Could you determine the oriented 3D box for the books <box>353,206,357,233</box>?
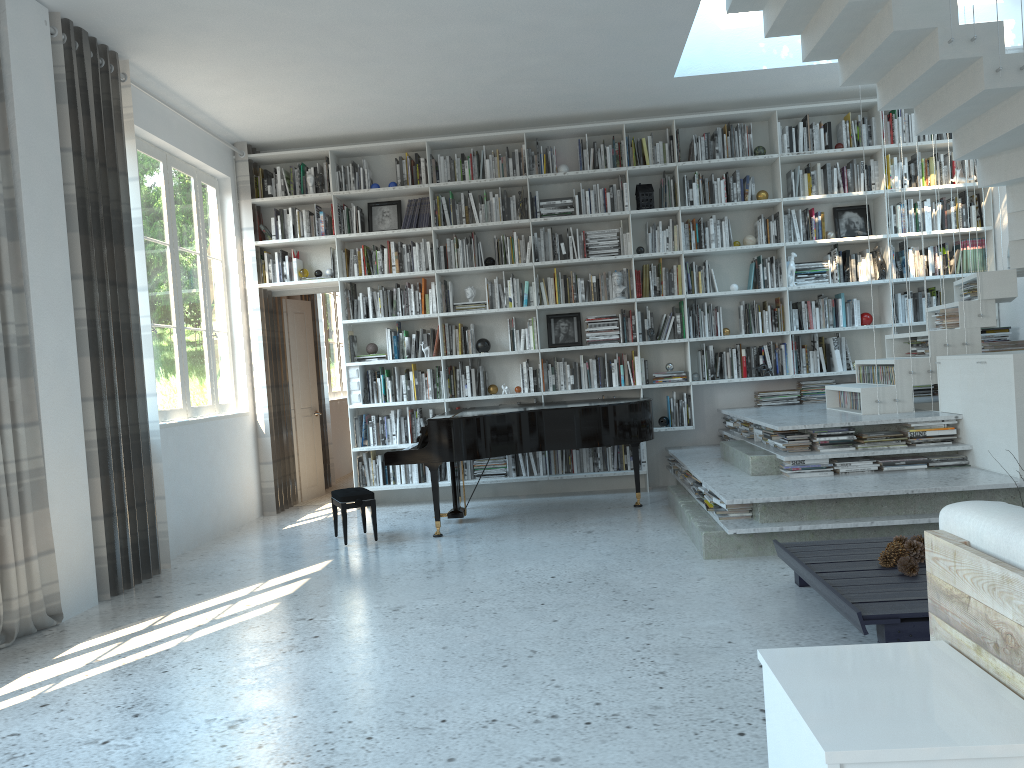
[{"bbox_3d":[-1.361,-1.422,7.791,0.023,0.258,0.183,-4,1,4],"label":"books"}]

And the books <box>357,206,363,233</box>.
[{"bbox_3d":[-1.332,-1.423,7.797,0.012,0.255,0.166,-4,1,4],"label":"books"}]

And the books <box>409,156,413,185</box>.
[{"bbox_3d":[-0.868,-1.833,7.755,0.011,0.274,0.183,-4,1,4],"label":"books"}]

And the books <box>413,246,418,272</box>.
[{"bbox_3d":[-0.834,-1.078,7.773,0.030,0.231,0.172,-4,1,4],"label":"books"}]

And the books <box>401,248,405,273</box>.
[{"bbox_3d":[-0.944,-1.071,7.785,0.013,0.232,0.171,-4,1,4],"label":"books"}]

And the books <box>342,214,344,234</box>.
[{"bbox_3d":[-1.474,-1.388,7.817,0.015,0.207,0.172,-4,1,4],"label":"books"}]

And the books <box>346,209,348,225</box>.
[{"bbox_3d":[-1.426,-1.414,7.812,0.010,0.249,0.166,-4,1,4],"label":"books"}]

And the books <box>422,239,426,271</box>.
[{"bbox_3d":[-0.756,-1.113,7.759,0.012,0.291,0.182,-4,1,4],"label":"books"}]

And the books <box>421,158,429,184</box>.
[{"bbox_3d":[-0.761,-1.830,7.752,0.031,0.254,0.178,-4,1,4],"label":"books"}]

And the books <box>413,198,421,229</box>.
[{"bbox_3d":[-0.820,-1.471,7.763,0.097,0.282,0.174,-4,1,4],"label":"books"}]

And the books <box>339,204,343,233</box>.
[{"bbox_3d":[-1.488,-1.427,7.813,0.006,0.287,0.148,-4,1,4],"label":"books"}]

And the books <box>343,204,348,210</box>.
[{"bbox_3d":[-1.457,-1.431,7.817,0.006,0.289,0.144,-4,1,4],"label":"books"}]

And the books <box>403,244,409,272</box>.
[{"bbox_3d":[-0.924,-1.087,7.797,0.029,0.261,0.157,-4,1,4],"label":"books"}]

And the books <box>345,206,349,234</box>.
[{"bbox_3d":[-1.437,-1.418,7.804,0.009,0.260,0.184,-4,1,4],"label":"books"}]

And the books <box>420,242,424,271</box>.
[{"bbox_3d":[-0.771,-1.100,7.789,0.024,0.266,0.155,-4,1,4],"label":"books"}]

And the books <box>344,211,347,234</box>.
[{"bbox_3d":[-1.442,-1.394,7.791,0.004,0.214,0.186,-4,1,4],"label":"books"}]

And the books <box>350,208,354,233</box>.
[{"bbox_3d":[-1.385,-1.414,7.804,0.019,0.244,0.153,-4,1,4],"label":"books"}]

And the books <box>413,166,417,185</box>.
[{"bbox_3d":[-0.834,-1.793,7.758,0.027,0.190,0.177,-4,1,4],"label":"books"}]

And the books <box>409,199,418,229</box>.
[{"bbox_3d":[-0.849,-1.467,7.785,0.110,0.279,0.174,-4,1,4],"label":"books"}]

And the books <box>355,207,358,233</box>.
[{"bbox_3d":[-1.343,-1.419,7.799,0.011,0.250,0.168,-4,1,4],"label":"books"}]

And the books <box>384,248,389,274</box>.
[{"bbox_3d":[-1.095,-1.063,7.804,0.047,0.238,0.162,-4,1,4],"label":"books"}]

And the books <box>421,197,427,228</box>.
[{"bbox_3d":[-0.763,-1.478,7.783,0.078,0.286,0.174,-4,1,4],"label":"books"}]

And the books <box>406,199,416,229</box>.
[{"bbox_3d":[-0.872,-1.465,7.769,0.110,0.279,0.174,-4,1,4],"label":"books"}]

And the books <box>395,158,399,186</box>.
[{"bbox_3d":[-0.996,-1.826,7.782,0.013,0.278,0.150,-4,1,4],"label":"books"}]

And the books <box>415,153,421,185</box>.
[{"bbox_3d":[-0.813,-1.848,7.745,0.025,0.297,0.163,-4,1,4],"label":"books"}]

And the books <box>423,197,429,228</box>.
[{"bbox_3d":[-0.741,-1.480,7.777,0.078,0.286,0.174,-4,1,4],"label":"books"}]

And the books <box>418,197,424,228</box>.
[{"bbox_3d":[-0.786,-1.477,7.780,0.078,0.286,0.174,-4,1,4],"label":"books"}]

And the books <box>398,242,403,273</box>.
[{"bbox_3d":[-0.964,-1.097,7.796,0.025,0.286,0.161,-4,1,4],"label":"books"}]

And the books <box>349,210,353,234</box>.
[{"bbox_3d":[-1.397,-1.400,7.794,0.018,0.219,0.186,-4,1,4],"label":"books"}]

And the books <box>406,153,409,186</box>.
[{"bbox_3d":[-0.903,-1.854,7.783,0.014,0.321,0.136,-4,2,4],"label":"books"}]

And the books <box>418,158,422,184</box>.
[{"bbox_3d":[-0.786,-1.832,7.767,0.022,0.260,0.152,-4,1,4],"label":"books"}]

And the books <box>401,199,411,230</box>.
[{"bbox_3d":[-0.917,-1.462,7.781,0.110,0.279,0.174,-4,1,4],"label":"books"}]

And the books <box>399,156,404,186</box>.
[{"bbox_3d":[-0.951,-1.830,7.761,0.024,0.280,0.187,-4,1,4],"label":"books"}]

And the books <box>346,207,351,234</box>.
[{"bbox_3d":[-1.420,-1.412,7.790,0.004,0.246,0.189,-4,1,4],"label":"books"}]

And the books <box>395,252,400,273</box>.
[{"bbox_3d":[-0.990,-1.049,7.773,0.029,0.195,0.192,-4,1,4],"label":"books"}]

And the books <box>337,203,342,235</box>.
[{"bbox_3d":[-1.503,-1.430,7.804,0.005,0.293,0.184,-4,1,4],"label":"books"}]

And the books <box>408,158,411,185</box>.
[{"bbox_3d":[-0.878,-1.827,7.755,0.010,0.263,0.156,-4,1,4],"label":"books"}]

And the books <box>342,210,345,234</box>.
[{"bbox_3d":[-1.466,-1.405,7.816,0.005,0.238,0.154,-4,1,4],"label":"books"}]

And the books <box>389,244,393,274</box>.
[{"bbox_3d":[-1.048,-1.083,7.784,0.023,0.271,0.187,-4,1,4],"label":"books"}]

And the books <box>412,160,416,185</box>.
[{"bbox_3d":[-0.854,-1.824,7.783,0.013,0.254,0.129,-4,1,4],"label":"books"}]

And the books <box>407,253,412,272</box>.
[{"bbox_3d":[-0.897,-1.051,7.795,0.022,0.186,0.136,-4,1,4],"label":"books"}]

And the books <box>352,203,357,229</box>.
[{"bbox_3d":[-1.375,-1.433,7.801,0.005,0.281,0.190,-4,1,4],"label":"books"}]

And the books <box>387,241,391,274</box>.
[{"bbox_3d":[-1.066,-1.098,7.804,0.014,0.304,0.151,-4,1,4],"label":"books"}]

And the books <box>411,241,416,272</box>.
[{"bbox_3d":[-0.856,-1.101,7.778,0.012,0.281,0.188,-4,1,4],"label":"books"}]

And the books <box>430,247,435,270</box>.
[{"bbox_3d":[-0.671,-1.074,7.739,0.039,0.202,0.236,-4,1,4],"label":"books"}]

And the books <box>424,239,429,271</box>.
[{"bbox_3d":[-0.738,-1.114,7.770,0.022,0.289,0.169,-4,1,4],"label":"books"}]

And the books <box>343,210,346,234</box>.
[{"bbox_3d":[-1.449,-1.401,7.801,0.009,0.228,0.184,-4,1,4],"label":"books"}]

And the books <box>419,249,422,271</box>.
[{"bbox_3d":[-0.788,-1.069,7.782,0.013,0.206,0.172,-4,1,4],"label":"books"}]

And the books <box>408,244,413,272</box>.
[{"bbox_3d":[-0.877,-1.090,7.798,0.035,0.260,0.131,-4,1,4],"label":"books"}]

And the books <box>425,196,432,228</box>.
[{"bbox_3d":[-0.719,-1.481,7.762,0.078,0.286,0.174,-4,1,4],"label":"books"}]

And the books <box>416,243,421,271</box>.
[{"bbox_3d":[-0.809,-1.096,7.770,0.022,0.263,0.174,-4,1,4],"label":"books"}]

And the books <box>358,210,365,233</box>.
[{"bbox_3d":[-1.319,-1.403,7.788,0.012,0.214,0.185,-4,1,4],"label":"books"}]

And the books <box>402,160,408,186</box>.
[{"bbox_3d":[-0.924,-1.816,7.759,0.028,0.249,0.155,-4,1,4],"label":"books"}]

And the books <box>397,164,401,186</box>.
[{"bbox_3d":[-0.974,-1.798,7.769,0.028,0.218,0.153,-4,1,4],"label":"books"}]

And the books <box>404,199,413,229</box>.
[{"bbox_3d":[-0.894,-1.464,7.788,0.110,0.279,0.174,-4,1,4],"label":"books"}]

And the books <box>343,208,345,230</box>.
[{"bbox_3d":[-1.462,-1.425,7.815,0.005,0.277,0.146,-4,1,4],"label":"books"}]

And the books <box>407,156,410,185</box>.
[{"bbox_3d":[-0.890,-1.836,7.767,0.013,0.283,0.166,-4,1,4],"label":"books"}]

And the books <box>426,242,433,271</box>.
[{"bbox_3d":[-0.709,-1.103,7.766,0.035,0.264,0.177,-4,1,4],"label":"books"}]

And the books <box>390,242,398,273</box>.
[{"bbox_3d":[-1.023,-1.092,7.777,0.030,0.286,0.185,-4,1,4],"label":"books"}]
